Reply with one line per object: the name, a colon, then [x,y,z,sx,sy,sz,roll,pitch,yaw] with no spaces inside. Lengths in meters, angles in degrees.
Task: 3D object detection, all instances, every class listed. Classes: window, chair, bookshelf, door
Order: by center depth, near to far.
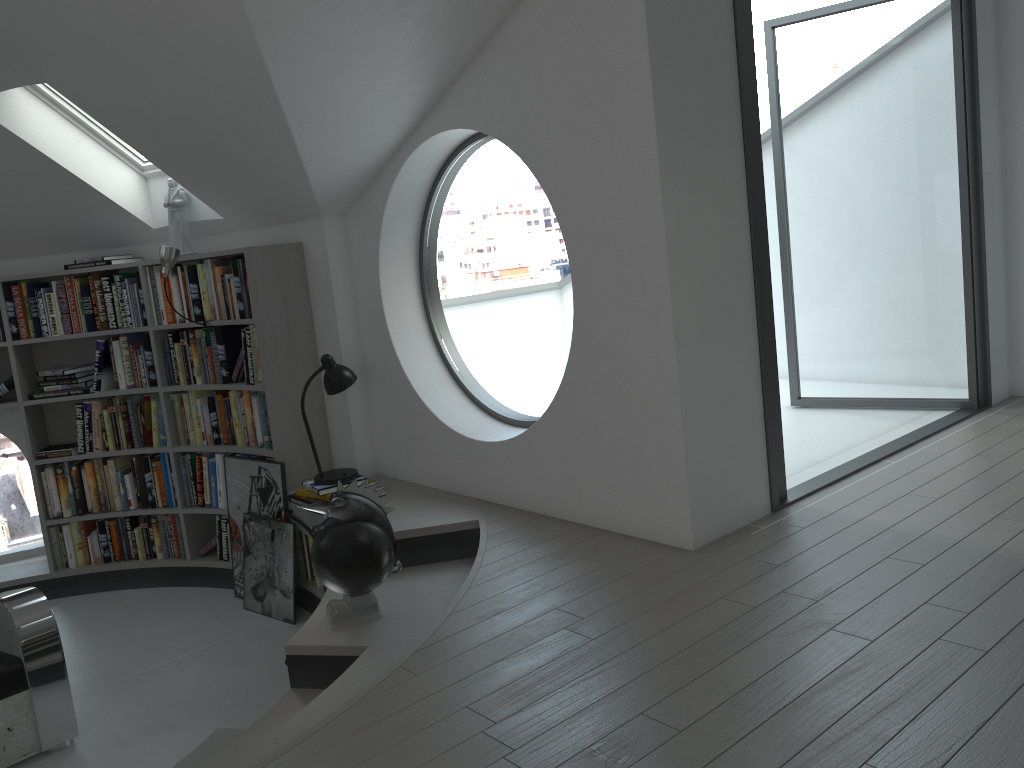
chair: [-2.441,1.267,3.750,0.741,0.717,0.826,2,12,45]
door: [0.686,-0.681,4.036,0.080,2.338,1.052,-13,10,-39]
window: [-3.594,-1.272,4.353,4.068,0.710,1.934,-14,12,-39]
window: [0.007,-0.512,4.370,0.104,1.465,1.471,-13,10,-39]
bookshelf: [-3.397,0.468,4.581,4.347,1.873,2.110,-14,11,-39]
window: [-4.290,0.935,4.963,0.617,1.146,3.245,-1,11,36]
door: [2.081,-1.020,5.169,1.051,2.338,0.080,-1,9,35]

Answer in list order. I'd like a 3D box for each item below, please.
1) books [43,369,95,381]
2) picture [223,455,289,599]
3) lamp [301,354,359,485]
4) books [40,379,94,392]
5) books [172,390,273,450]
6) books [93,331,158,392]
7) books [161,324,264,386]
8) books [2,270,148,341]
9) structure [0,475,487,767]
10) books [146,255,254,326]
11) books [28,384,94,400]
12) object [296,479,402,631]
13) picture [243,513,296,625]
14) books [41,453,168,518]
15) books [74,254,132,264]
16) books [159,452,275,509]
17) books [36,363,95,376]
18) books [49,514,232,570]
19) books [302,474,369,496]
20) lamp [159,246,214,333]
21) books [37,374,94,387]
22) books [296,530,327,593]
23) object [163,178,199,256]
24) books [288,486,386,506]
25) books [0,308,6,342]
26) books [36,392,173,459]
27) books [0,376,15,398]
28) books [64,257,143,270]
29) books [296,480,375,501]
books: [-2.828,-0.060,5.677,0.226,0.036,0.214,-5,9,10]
picture: [-1.465,0.856,5.124,0.578,0.860,0.091,0,10,40]
lamp: [-0.935,0.172,4.617,0.323,0.658,0.234,-10,8,-24]
books: [-2.821,0.001,5.685,0.286,0.031,0.270,-7,9,-4]
books: [-1.638,0.192,5.345,1.020,0.346,0.277,0,10,35]
books: [-2.372,-0.158,5.609,0.553,0.349,0.257,-5,8,7]
books: [-1.689,-0.184,5.293,1.052,0.357,0.280,0,10,36]
books: [-2.678,-0.510,5.560,0.969,0.366,0.307,-6,8,4]
structure: [-2.424,1.291,3.626,4.707,0.690,4.730,-6,9,5]
books: [-1.741,-0.562,5.251,1.013,0.361,0.294,-1,10,32]
books: [-2.817,0.033,5.690,0.388,0.042,0.367,-6,9,1]
object: [-0.631,0.649,3.504,0.320,0.560,0.321,-3,9,23]
picture: [-1.365,1.030,4.981,0.489,0.553,0.107,1,10,40]
books: [-2.568,0.623,5.707,0.872,0.349,0.273,-6,8,2]
books: [-2.569,-0.784,5.575,0.247,0.027,0.234,-3,10,23]
books: [-1.661,0.570,5.420,1.183,0.357,0.305,-1,10,31]
books: [-2.831,-0.092,5.673,0.285,0.031,0.270,-1,11,30]
books: [-2.252,0.963,5.681,1.496,0.310,0.361,-4,9,12]
books: [-0.928,0.516,4.644,0.270,0.031,0.286,-11,10,-29]
lamp: [-1.845,-0.536,5.057,0.112,0.523,0.276,0,10,41]
books: [-2.824,-0.030,5.681,0.285,0.031,0.270,-5,9,10]
books: [-0.876,0.981,4.619,0.273,0.297,1.149,-10,10,-25]
object: [-2.005,-0.996,5.305,0.179,0.471,0.179,-11,9,-30]
books: [-0.921,0.584,4.653,0.367,0.042,0.388,-14,12,-39]
books: [-3.839,-0.321,5.205,1.570,0.365,0.394,-12,10,-34]
books: [-2.526,0.241,5.643,0.973,0.351,0.252,-6,8,3]
books: [-3.294,-0.038,5.532,0.399,0.339,0.225,-9,8,-19]
books: [-2.565,-0.756,5.579,0.336,0.036,0.318,-4,9,13]
books: [-0.925,0.548,4.648,0.304,0.034,0.287,1,12,40]
